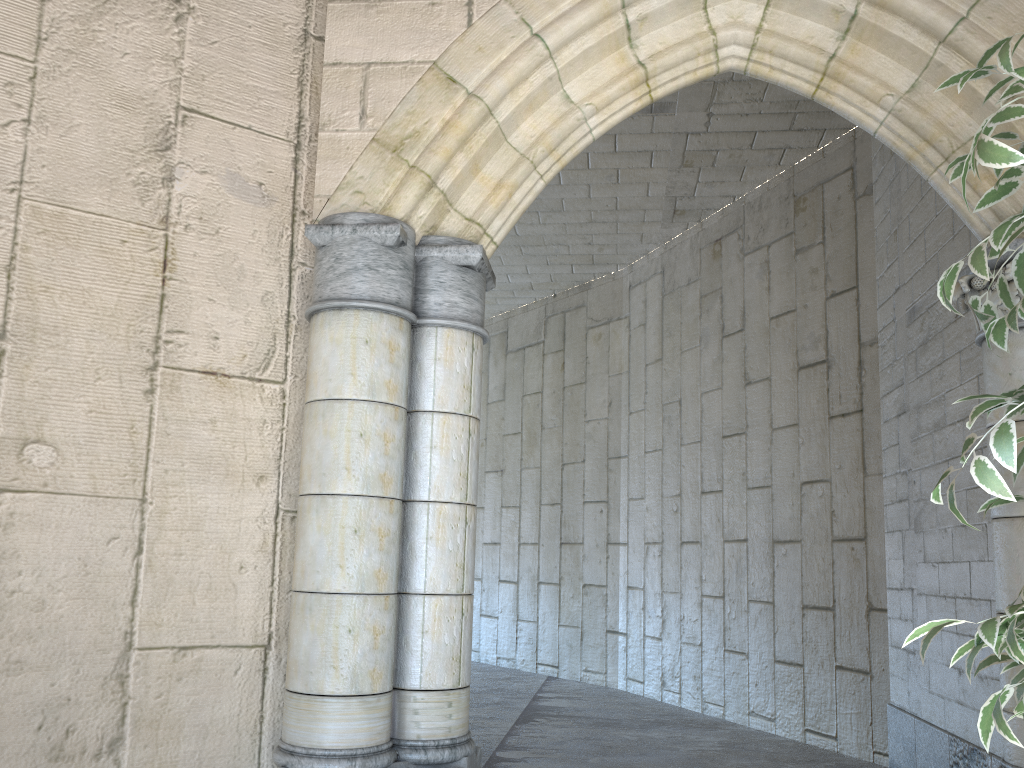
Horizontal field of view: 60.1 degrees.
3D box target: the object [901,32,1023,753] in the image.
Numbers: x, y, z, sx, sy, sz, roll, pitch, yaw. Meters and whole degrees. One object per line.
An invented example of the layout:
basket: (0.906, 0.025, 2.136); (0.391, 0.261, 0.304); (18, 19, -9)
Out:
object: (0.868, 0.313, 0.936); (0.788, 1.606, 0.755); (-6, -12, 38)
